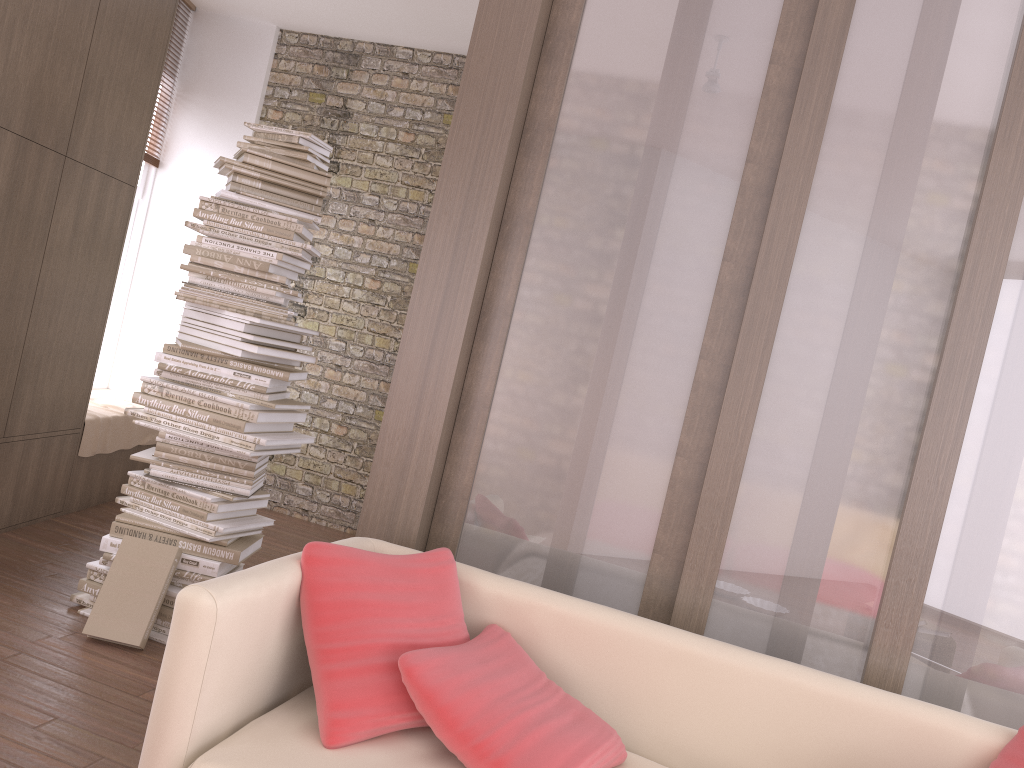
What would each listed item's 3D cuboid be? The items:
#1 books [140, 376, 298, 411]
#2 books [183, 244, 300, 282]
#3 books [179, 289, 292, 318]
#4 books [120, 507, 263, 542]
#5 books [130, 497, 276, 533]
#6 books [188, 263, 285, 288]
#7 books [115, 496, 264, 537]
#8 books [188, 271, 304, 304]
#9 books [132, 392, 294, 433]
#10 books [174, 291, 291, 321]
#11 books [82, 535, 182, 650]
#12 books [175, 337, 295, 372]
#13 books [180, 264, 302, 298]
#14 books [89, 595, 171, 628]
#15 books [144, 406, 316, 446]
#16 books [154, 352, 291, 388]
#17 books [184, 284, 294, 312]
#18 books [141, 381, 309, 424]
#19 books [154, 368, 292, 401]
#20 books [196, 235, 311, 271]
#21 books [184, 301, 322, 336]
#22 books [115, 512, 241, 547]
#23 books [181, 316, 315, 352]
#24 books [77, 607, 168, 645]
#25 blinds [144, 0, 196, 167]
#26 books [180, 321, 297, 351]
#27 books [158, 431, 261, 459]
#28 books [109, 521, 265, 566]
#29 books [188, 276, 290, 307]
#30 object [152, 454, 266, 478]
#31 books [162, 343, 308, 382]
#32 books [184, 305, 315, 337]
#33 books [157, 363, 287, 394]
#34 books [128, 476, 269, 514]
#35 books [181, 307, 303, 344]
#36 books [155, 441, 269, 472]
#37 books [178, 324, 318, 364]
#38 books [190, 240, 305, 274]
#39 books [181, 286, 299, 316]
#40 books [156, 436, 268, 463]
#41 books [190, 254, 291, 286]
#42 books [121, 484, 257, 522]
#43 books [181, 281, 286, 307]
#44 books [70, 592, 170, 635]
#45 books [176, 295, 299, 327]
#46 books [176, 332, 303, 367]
[{"bbox_3d":[-1.219,0.041,3.729,0.510,0.020,0.399,14,1,15],"label":"books"},{"bbox_3d":[-1.129,-0.506,3.720,0.379,0.039,0.297,13,1,10],"label":"books"},{"bbox_3d":[-1.144,-0.334,3.713,0.432,0.013,0.288,13,1,-10],"label":"books"},{"bbox_3d":[-1.318,0.566,3.666,0.448,0.013,0.350,14,1,20],"label":"books"},{"bbox_3d":[-1.281,0.529,3.692,0.468,0.021,0.350,14,1,20],"label":"books"},{"bbox_3d":[-1.141,-0.447,3.706,0.368,0.009,0.262,13,1,-10],"label":"books"},{"bbox_3d":[-1.340,0.540,3.705,0.506,0.023,0.330,14,1,20],"label":"books"},{"bbox_3d":[-1.108,-0.404,3.719,0.388,0.020,0.287,13,1,10],"label":"books"},{"bbox_3d":[-1.243,0.120,3.730,0.522,0.046,0.410,14,1,15],"label":"books"},{"bbox_3d":[-1.156,-0.323,3.712,0.444,0.015,0.279,13,1,-10],"label":"books"},{"bbox_3d":[-1.427,0.783,3.351,0.218,0.363,0.246,13,1,0],"label":"books"},{"bbox_3d":[-1.175,-0.126,3.743,0.450,0.022,0.364,13,1,-25],"label":"books"},{"bbox_3d":[-1.120,-0.427,3.709,0.467,0.020,0.283,13,1,-10],"label":"books"},{"bbox_3d":[-1.355,0.918,3.647,0.566,0.025,0.423,14,1,15],"label":"books"},{"bbox_3d":[-1.173,0.174,3.726,0.566,0.025,0.423,14,1,15],"label":"books"},{"bbox_3d":[-1.197,-0.060,3.723,0.469,0.038,0.364,13,1,0],"label":"books"},{"bbox_3d":[-1.133,-0.358,3.716,0.412,0.011,0.308,13,1,-10],"label":"books"},{"bbox_3d":[-1.203,0.080,3.748,0.542,0.046,0.421,14,1,15],"label":"books"},{"bbox_3d":[-1.206,0.000,3.738,0.469,0.028,0.368,13,1,0],"label":"books"},{"bbox_3d":[-1.073,-0.547,3.711,0.379,0.028,0.297,13,1,10],"label":"books"},{"bbox_3d":[-1.086,-0.275,3.712,0.500,0.018,0.326,14,2,35],"label":"books"},{"bbox_3d":[-1.345,0.577,3.681,0.450,0.022,0.364,13,1,0],"label":"books"},{"bbox_3d":[-1.109,-0.209,3.717,0.484,0.020,0.323,14,2,35],"label":"books"},{"bbox_3d":[-1.396,0.963,3.614,0.542,0.016,0.423,14,1,15],"label":"books"},{"bbox_3d":[-2.350,-2.042,5.440,0.042,1.138,1.373,13,1,2],"label":"blinds"},{"bbox_3d":[-1.150,-0.200,3.725,0.413,0.013,0.294,14,2,35],"label":"books"},{"bbox_3d":[-1.222,0.237,3.688,0.396,0.024,0.310,13,1,-5],"label":"books"},{"bbox_3d":[-1.325,0.625,3.654,0.518,0.057,0.341,13,1,0],"label":"books"},{"bbox_3d":[-1.139,-0.387,3.733,0.379,0.028,0.297,13,1,-10],"label":"books"},{"bbox_3d":[-1.252,0.327,3.692,0.413,0.008,0.243,13,1,-5],"label":"object"},{"bbox_3d":[-1.150,-0.090,3.734,0.518,0.038,0.341,13,1,0],"label":"books"},{"bbox_3d":[-1.107,-0.265,3.736,0.443,0.010,0.345,14,2,35],"label":"books"},{"bbox_3d":[-1.195,-0.027,3.703,0.442,0.025,0.346,13,1,0],"label":"books"},{"bbox_3d":[-1.304,0.451,3.713,0.448,0.038,0.348,14,1,20],"label":"books"},{"bbox_3d":[-1.133,-0.245,3.729,0.417,0.036,0.308,14,2,35],"label":"books"},{"bbox_3d":[-1.233,0.284,3.689,0.396,0.033,0.310,13,1,-5],"label":"books"},{"bbox_3d":[-1.104,-0.166,3.704,0.524,0.030,0.317,14,2,35],"label":"books"},{"bbox_3d":[-1.100,-0.529,3.721,0.388,0.020,0.287,13,1,10],"label":"books"},{"bbox_3d":[-1.126,-0.344,3.709,0.446,0.012,0.291,13,1,-10],"label":"books"},{"bbox_3d":[-1.232,0.257,3.694,0.405,0.018,0.300,13,1,-5],"label":"books"},{"bbox_3d":[-1.125,-0.472,3.714,0.379,0.028,0.297,13,1,-10],"label":"books"},{"bbox_3d":[-1.338,0.484,3.700,0.432,0.038,0.339,14,1,20],"label":"books"},{"bbox_3d":[-1.154,-0.373,3.722,0.395,0.007,0.308,13,1,-10],"label":"books"},{"bbox_3d":[-1.427,0.931,3.657,0.612,0.028,0.399,14,1,15],"label":"books"},{"bbox_3d":[-1.133,-0.302,3.700,0.469,0.015,0.267,13,1,-10],"label":"books"},{"bbox_3d":[-1.145,-0.144,3.732,0.435,0.030,0.322,14,2,35],"label":"books"}]
